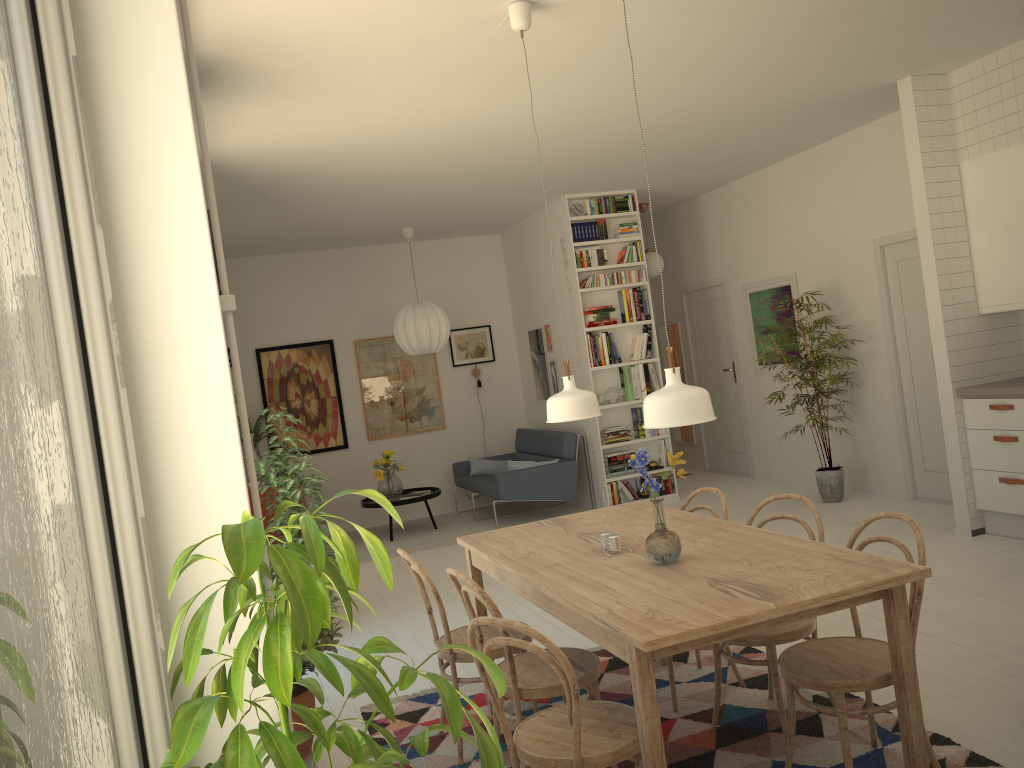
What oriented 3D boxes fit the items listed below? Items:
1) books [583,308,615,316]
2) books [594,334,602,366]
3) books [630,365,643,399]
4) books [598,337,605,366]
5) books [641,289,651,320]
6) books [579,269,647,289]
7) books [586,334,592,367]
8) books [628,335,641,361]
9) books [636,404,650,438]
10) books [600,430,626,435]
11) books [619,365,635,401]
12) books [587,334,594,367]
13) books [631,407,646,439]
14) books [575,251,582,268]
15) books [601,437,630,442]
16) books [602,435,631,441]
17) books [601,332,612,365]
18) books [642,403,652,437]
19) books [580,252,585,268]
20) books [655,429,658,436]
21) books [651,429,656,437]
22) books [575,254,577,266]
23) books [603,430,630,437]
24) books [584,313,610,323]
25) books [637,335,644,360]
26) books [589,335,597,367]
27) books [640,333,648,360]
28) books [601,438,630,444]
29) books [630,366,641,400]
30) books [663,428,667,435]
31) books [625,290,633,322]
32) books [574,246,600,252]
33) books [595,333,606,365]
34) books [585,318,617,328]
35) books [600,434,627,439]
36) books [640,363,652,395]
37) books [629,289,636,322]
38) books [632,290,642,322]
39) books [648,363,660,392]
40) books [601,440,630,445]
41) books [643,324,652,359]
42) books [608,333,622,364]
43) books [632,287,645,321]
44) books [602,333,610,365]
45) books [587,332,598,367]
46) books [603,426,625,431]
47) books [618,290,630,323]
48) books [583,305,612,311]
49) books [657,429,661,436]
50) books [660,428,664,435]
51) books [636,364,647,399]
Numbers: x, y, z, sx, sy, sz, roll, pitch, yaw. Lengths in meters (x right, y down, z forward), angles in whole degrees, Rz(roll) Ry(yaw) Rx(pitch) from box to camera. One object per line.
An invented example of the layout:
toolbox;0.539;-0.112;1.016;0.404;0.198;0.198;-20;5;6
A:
books;0.763;-0.657;8.140;0.314;0.035;0.205;-8;1;-18
books;0.751;-0.302;8.105;0.030;0.289;0.200;-8;1;-18
books;1.134;-0.015;8.248;0.023;0.321;0.235;-8;1;-18
books;0.781;-0.290;8.107;0.024;0.260;0.199;-8;1;-18
books;1.215;-0.731;8.273;0.054;0.289;0.179;-8;1;-18
books;0.881;-0.952;8.177;0.665;0.110;0.278;-8;1;-18
books;0.657;-0.295;8.089;0.021;0.301;0.222;-8;1;-18
books;1.134;-0.331;8.211;0.115;0.232;0.133;-8;1;-18
books;1.194;0.340;8.250;0.037;0.311;0.241;-8;1;-18
books;0.909;0.439;8.128;0.221;0.010;0.169;-8;1;-15
books;1.042;-0.003;8.194;0.056;0.328;0.228;-8;1;-18
books;0.676;-0.297;8.089;0.015;0.301;0.207;-8;1;-18
books;1.155;0.360;8.225;0.057;0.284;0.200;-8;1;-18
books;0.572;-1.116;8.065;0.034;0.162;0.197;-8;1;-18
books;0.935;0.507;8.132;0.248;0.009;0.171;-8;1;-15
books;0.948;0.492;8.164;0.255;0.014;0.197;-8;1;-9
books;0.856;-0.325;8.128;0.033;0.306;0.150;-8;1;-18
books;1.223;0.336;8.263;0.027;0.311;0.228;-8;1;-18
books;0.601;-1.115;8.077;0.030;0.149;0.202;-8;1;-18
books;1.284;0.330;8.274;0.025;0.305;0.213;-8;1;-18
books;1.266;0.338;8.234;0.035;0.304;0.150;-8;1;-18
books;0.539;-1.110;8.079;0.019;0.156;0.205;-8;1;-18
books;0.949;0.452;8.149;0.235;0.025;0.163;-8;1;-12
books;0.772;-0.606;8.128;0.128;0.064;0.269;-7;2;42
books;1.166;-0.334;8.229;0.106;0.225;0.138;-8;1;-18
books;0.702;-0.296;8.090;0.032;0.291;0.203;-8;1;-18
books;1.199;-0.346;8.265;0.092;0.244;0.196;-8;1;-18
books;0.929;0.520;8.121;0.247;0.014;0.173;-9;1;-19
books;1.099;-0.001;8.217;0.065;0.311;0.199;-8;1;-18
books;1.367;0.319;8.308;0.039;0.303;0.229;-8;1;-18
books;1.050;-0.713;8.231;0.039;0.302;0.199;-8;1;-18
books;0.657;-1.220;8.108;0.255;0.022;0.189;-8;1;-8
books;0.793;-0.314;8.130;0.020;0.304;0.193;-8;1;-18
books;0.785;-0.549;8.121;0.301;0.056;0.202;-8;1;-18
books;0.923;0.475;8.117;0.238;0.012;0.120;-9;2;-23
books;1.215;-0.030;8.256;0.056;0.327;0.202;-8;1;-18
books;1.082;-0.718;8.237;0.029;0.301;0.185;-8;1;-18
books;1.126;-0.719;8.244;0.059;0.291;0.182;-8;1;-18
books;1.287;-0.035;8.287;0.099;0.316;0.228;-8;1;-18
books;0.935;0.531;8.125;0.247;0.009;0.170;-8;1;-15
books;1.245;-0.391;8.273;0.092;0.319;0.179;-8;1;-18
books;0.913;-0.326;8.160;0.093;0.288;0.200;-8;1;-18
books;1.168;-0.738;8.259;0.039;0.317;0.161;-8;1;-18
books;0.823;-0.314;8.125;0.032;0.291;0.189;-8;1;-18
books;0.725;-0.312;8.098;0.021;0.317;0.179;-8;1;-18
books;0.931;0.404;8.124;0.166;0.019;0.127;-9;2;-25
books;1.014;-0.711;8.226;0.032;0.300;0.200;-8;1;-18
books;0.753;-0.685;8.130;0.266;0.026;0.203;-9;2;-29
books;1.312;0.333;8.268;0.022;0.291;0.208;-8;1;-18
books;1.343;0.322;8.268;0.037;0.308;0.161;-8;1;-18
books;1.168;-0.021;8.245;0.037;0.324;0.240;-8;1;-18
